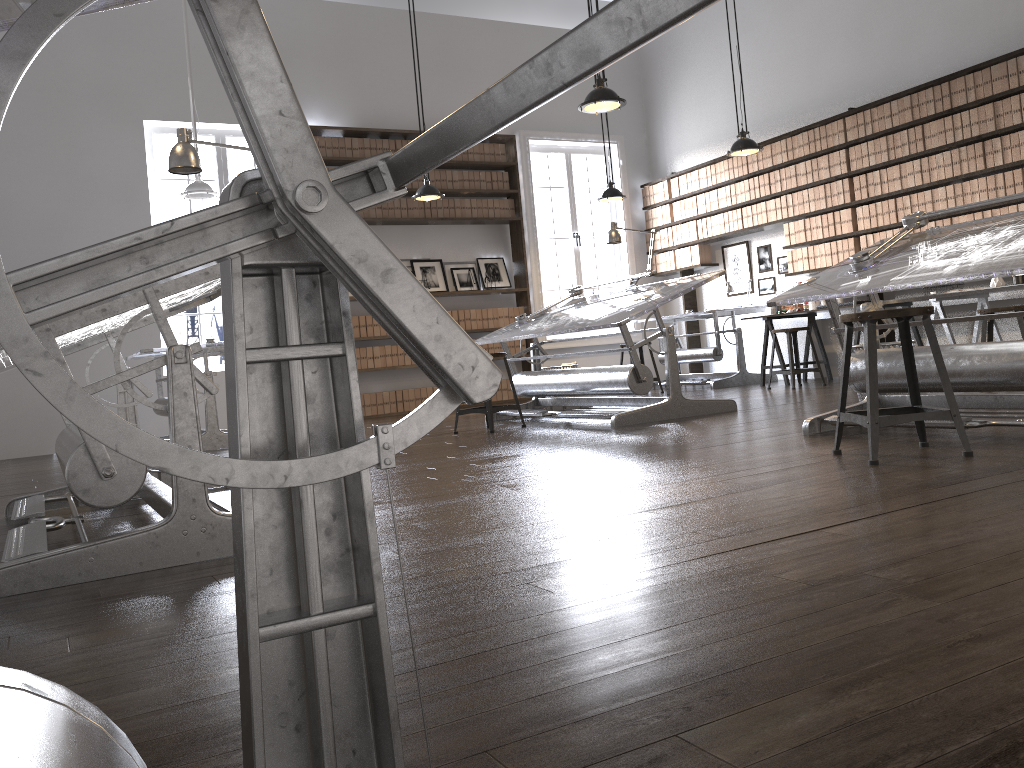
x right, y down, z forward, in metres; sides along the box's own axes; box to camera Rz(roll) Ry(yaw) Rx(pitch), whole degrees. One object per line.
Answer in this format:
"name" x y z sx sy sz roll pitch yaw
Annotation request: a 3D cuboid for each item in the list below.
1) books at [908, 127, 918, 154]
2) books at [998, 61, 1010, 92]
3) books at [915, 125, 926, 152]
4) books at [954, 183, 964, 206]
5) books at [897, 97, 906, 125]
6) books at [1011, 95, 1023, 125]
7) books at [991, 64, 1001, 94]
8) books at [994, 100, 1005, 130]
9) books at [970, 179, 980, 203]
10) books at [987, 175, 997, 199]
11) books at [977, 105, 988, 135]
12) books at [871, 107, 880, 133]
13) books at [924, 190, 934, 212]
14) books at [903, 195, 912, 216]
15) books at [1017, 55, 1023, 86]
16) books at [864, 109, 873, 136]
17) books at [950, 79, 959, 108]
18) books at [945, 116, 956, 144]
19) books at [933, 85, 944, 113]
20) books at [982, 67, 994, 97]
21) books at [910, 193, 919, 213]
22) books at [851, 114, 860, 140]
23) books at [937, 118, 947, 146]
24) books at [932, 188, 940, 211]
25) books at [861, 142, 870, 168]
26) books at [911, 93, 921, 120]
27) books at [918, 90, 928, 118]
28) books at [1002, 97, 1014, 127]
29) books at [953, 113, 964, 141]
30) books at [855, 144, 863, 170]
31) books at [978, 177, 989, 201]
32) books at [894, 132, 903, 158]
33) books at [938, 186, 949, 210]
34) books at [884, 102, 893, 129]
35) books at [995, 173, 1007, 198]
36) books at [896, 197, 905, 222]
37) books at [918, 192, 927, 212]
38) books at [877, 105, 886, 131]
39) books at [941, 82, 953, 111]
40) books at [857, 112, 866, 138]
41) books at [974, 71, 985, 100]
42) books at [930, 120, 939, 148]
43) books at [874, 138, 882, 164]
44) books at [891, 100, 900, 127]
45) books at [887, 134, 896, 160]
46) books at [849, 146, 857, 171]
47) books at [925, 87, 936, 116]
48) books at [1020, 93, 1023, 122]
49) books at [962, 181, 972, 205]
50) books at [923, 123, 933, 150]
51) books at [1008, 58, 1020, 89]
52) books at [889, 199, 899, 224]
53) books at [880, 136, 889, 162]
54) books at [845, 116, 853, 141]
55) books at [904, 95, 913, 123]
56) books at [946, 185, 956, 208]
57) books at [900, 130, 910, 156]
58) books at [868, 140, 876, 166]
"books" 3.463 -2.059 7.532 0.175 0.226 0.066 -5 -1 -28
"books" 3.828 -2.350 6.797 0.175 0.226 0.066 -5 -1 -28
"books" 3.494 -2.060 7.463 0.175 0.226 0.066 -5 -1 -28
"books" 3.686 -1.516 7.191 0.175 0.226 0.066 -5 -1 -28
"books" 3.403 -2.334 7.602 0.175 0.226 0.066 -5 -1 -28
"books" 3.887 -2.076 6.730 0.175 0.226 0.066 -5 -1 -28
"books" 3.802 -2.350 6.855 0.175 0.226 0.066 -5 -1 -28
"books" 3.826 -2.074 6.856 0.175 0.226 0.066 -5 -1 -28
"books" 3.750 -1.518 7.067 0.175 0.226 0.066 -5 -1 -28
"books" 3.816 -1.520 6.938 0.175 0.226 0.066 -5 -1 -28
"books" 3.760 -2.071 6.975 0.175 0.226 0.066 -5 -1 -28
"books" 3.275 -2.329 7.845 0.175 0.226 0.066 -5 -1 -28
"books" 3.554 -1.510 7.428 0.175 0.226 0.066 -5 -1 -28
"books" 3.457 -1.506 7.613 0.175 0.226 0.066 -5 -1 -28
"books" 3.899 -2.354 6.671 0.175 0.226 0.066 -5 -1 -28
"books" 3.239 -2.328 7.905 0.175 0.226 0.066 -5 -1 -28
"books" 3.638 -2.343 7.166 0.175 0.226 0.066 -5 -1 -28
"books" 3.622 -2.065 7.221 0.175 0.226 0.066 -5 -1 -28
"books" 3.568 -2.341 7.297 0.175 0.226 0.066 -5 -1 -28
"books" 3.768 -2.349 6.921 0.175 0.226 0.066 -5 -1 -28
"books" 3.494 -1.508 7.553 0.175 0.226 0.066 -5 -1 -28
"books" 3.167 -2.325 8.030 0.175 0.226 0.066 -5 -1 -28
"books" 3.588 -2.064 7.285 0.175 0.226 0.066 -5 -1 -28
"books" 3.589 -1.512 7.372 0.175 0.226 0.066 -5 -1 -28
"books" 3.231 -2.050 7.954 0.175 0.226 0.066 -5 -1 -28
"books" 3.467 -2.337 7.484 0.175 0.226 0.066 -5 -1 -28
"books" 3.501 -2.338 7.422 0.175 0.226 0.066 -5 -1 -28
"books" 3.857 -2.075 6.794 0.175 0.226 0.066 -5 -1 -28
"books" 3.659 -2.067 7.159 0.175 0.226 0.066 -5 -1 -28
"books" 3.202 -2.049 8.018 0.175 0.226 0.066 -5 -1 -28
"books" 3.782 -1.519 7.002 0.175 0.226 0.066 -5 -1 -28
"books" 3.396 -2.057 7.657 0.175 0.226 0.066 -5 -1 -28
"books" 3.617 -1.513 7.316 0.175 0.226 0.066 -5 -1 -28
"books" 3.336 -2.332 7.719 0.175 0.226 0.066 -5 -1 -28
"books" 3.849 -1.522 6.885 0.175 0.226 0.066 -5 -1 -28
"books" 3.427 -1.506 7.678 0.175 0.226 0.066 -5 -1 -28
"books" 3.527 -1.509 7.490 0.175 0.226 0.066 -5 -1 -28
"books" 3.306 -2.331 7.783 0.175 0.226 0.066 -5 -1 -28
"books" 3.598 -2.342 7.229 0.175 0.226 0.066 -5 -1 -28
"books" 3.202 -2.326 7.967 0.175 0.226 0.066 -5 -1 -28
"books" 3.737 -2.347 6.983 0.175 0.226 0.066 -5 -1 -28
"books" 3.562 -2.063 7.342 0.175 0.226 0.066 -5 -1 -28
"books" 3.298 -2.053 7.837 0.175 0.226 0.066 -5 -1 -28
"books" 3.372 -2.333 7.656 0.175 0.226 0.066 -5 -1 -28
"books" 3.362 -2.055 7.719 0.175 0.226 0.066 -5 -1 -28
"books" 3.170 -2.048 8.080 0.175 0.226 0.066 -5 -1 -28
"books" 3.530 -2.339 7.357 0.175 0.226 0.066 -5 -1 -28
"books" 3.923 -2.077 6.667 0.175 0.226 0.066 -5 -1 -28
"books" 3.721 -1.517 7.131 0.175 0.226 0.066 -5 -1 -28
"books" 3.533 -2.062 7.401 0.175 0.226 0.066 -5 -1 -28
"books" 3.862 -2.352 6.734 0.175 0.226 0.066 -5 -1 -28
"books" 3.387 -1.504 7.741 0.175 0.226 0.066 -5 -1 -28
"books" 3.325 -2.054 7.776 0.175 0.226 0.066 -5 -1 -28
"books" 3.142 -2.324 8.088 0.175 0.226 0.066 -5 -1 -28
"books" 3.430 -2.335 7.541 0.175 0.226 0.066 -5 -1 -28
"books" 3.650 -1.514 7.251 0.175 0.226 0.066 -5 -1 -28
"books" 3.426 -2.058 7.593 0.175 0.226 0.066 -5 -1 -28
"books" 3.267 -2.052 7.891 0.175 0.226 0.066 -5 -1 -28
